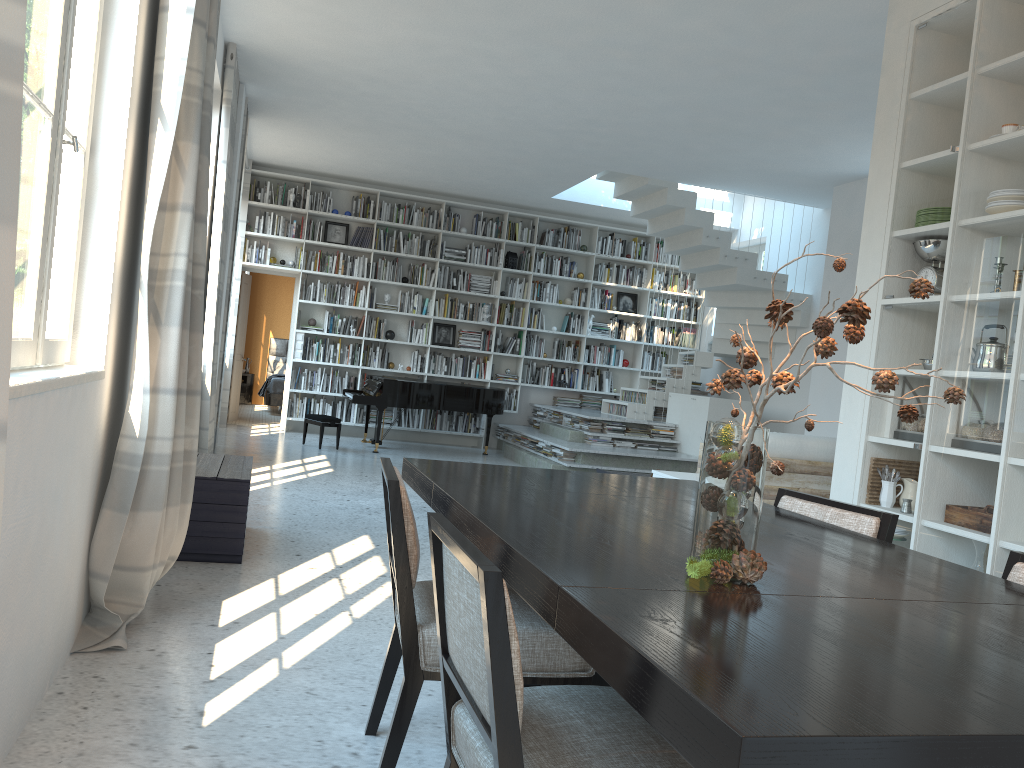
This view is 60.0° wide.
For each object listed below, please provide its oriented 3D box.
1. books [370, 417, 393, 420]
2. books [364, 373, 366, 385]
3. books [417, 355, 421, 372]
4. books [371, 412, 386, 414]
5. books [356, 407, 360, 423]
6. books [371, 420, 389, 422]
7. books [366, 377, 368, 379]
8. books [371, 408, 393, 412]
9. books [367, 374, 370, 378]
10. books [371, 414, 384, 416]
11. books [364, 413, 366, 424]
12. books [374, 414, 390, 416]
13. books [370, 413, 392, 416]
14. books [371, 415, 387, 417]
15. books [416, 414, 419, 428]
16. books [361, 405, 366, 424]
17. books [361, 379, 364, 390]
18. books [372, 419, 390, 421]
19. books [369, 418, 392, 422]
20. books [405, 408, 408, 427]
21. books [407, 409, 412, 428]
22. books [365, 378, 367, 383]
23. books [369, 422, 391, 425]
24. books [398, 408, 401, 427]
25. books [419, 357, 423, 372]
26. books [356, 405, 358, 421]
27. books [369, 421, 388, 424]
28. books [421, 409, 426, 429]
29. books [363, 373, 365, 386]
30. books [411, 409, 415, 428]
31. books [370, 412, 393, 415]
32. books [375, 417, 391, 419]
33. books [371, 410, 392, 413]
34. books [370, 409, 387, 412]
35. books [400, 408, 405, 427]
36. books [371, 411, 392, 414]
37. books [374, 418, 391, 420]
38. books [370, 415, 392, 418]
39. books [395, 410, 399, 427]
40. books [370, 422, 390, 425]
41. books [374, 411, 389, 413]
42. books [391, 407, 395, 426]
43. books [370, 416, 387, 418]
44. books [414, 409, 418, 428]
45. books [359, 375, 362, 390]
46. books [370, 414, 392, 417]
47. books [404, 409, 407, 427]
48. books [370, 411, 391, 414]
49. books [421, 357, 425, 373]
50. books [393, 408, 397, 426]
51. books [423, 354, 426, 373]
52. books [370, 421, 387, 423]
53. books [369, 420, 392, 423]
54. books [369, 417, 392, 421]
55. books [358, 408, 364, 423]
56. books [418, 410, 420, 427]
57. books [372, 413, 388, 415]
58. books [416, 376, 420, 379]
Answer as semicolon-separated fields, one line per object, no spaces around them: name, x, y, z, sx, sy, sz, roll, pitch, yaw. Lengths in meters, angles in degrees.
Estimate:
books;-1.695;0.437;11.424;0.285;0.007;0.159;6;1;-21
books;-1.895;0.005;11.353;0.013;0.288;0.160;6;1;-16
books;-1.219;-0.265;11.515;0.029;0.221;0.153;6;1;-16
books;-1.689;0.372;11.425;0.254;0.006;0.160;6;1;-12
books;-1.978;0.394;11.355;0.025;0.198;0.160;6;1;-16
books;-1.699;0.471;11.428;0.254;0.007;0.160;6;1;-20
books;-1.866;0.034;11.344;0.023;0.237;0.172;6;1;-16
books;-1.684;0.334;11.421;0.285;0.005;0.159;6;1;-11
books;-1.847;0.017;11.375;0.026;0.273;0.146;6;1;-16
books;-1.696;0.398;11.431;0.254;0.006;0.160;6;1;-17
books;-1.878;0.389;11.381;0.027;0.227;0.139;6;1;-16
books;-1.696;0.393;11.431;0.285;0.005;0.159;6;1;-15
books;-1.695;0.388;11.431;0.285;0.005;0.159;6;1;-17
books;-1.698;0.409;11.434;0.254;0.006;0.160;6;1;-16
books;-1.247;0.480;11.551;0.024;0.180;0.171;6;1;-16
books;-1.900;0.385;11.366;0.023;0.231;0.164;6;1;-16
books;-1.927;0.039;11.345;0.026;0.213;0.139;6;1;-16
books;-1.698;0.457;11.427;0.254;0.007;0.160;6;1;-20
books;-1.700;0.463;11.432;0.285;0.007;0.159;6;1;-14
books;-1.373;0.419;11.500;0.012;0.275;0.180;6;1;-16
books;-1.335;0.422;11.524;0.073;0.276;0.181;6;1;-16
books;-1.885;0.036;11.349;0.010;0.228;0.168;6;1;-16
books;-1.708;0.511;11.437;0.285;0.007;0.159;6;1;-16
books;-1.469;0.427;11.496;0.028;0.238;0.136;6;1;-16
books;-1.197;-0.250;11.542;0.031;0.195;0.142;6;1;-16
books;-1.994;0.375;11.353;0.012;0.230;0.138;6;1;-16
books;-1.707;0.498;11.436;0.254;0.007;0.160;6;1;-16
books;-1.166;0.450;11.563;0.026;0.256;0.183;6;1;-16
books;-1.905;0.007;11.347;0.010;0.282;0.149;6;1;-16
books;-1.292;0.435;11.551;0.025;0.259;0.132;6;1;-16
books;-1.692;0.377;11.424;0.285;0.005;0.159;6;1;-20
books;-1.697;0.429;11.433;0.254;0.007;0.160;6;1;-15
books;-1.689;0.350;11.433;0.254;0.006;0.160;6;1;-16
books;-1.688;0.345;11.433;0.285;0.005;0.159;6;1;-16
books;-1.423;0.425;11.497;0.062;0.253;0.177;6;1;-16
books;-1.687;0.361;11.423;0.254;0.006;0.160;6;1;-21
books;-1.699;0.443;11.433;0.254;0.007;0.160;6;1;-15
books;-1.696;0.415;11.435;0.285;0.007;0.159;6;1;-16
books;-1.495;0.443;11.477;0.029;0.202;0.178;6;1;-16
books;-1.705;0.505;11.428;0.254;0.007;0.160;6;1;-12
books;-1.689;0.356;11.433;0.254;0.006;0.160;6;1;-16
books;-1.541;0.412;11.460;0.012;0.254;0.160;6;1;-16
books;-1.696;0.423;11.433;0.285;0.007;0.159;6;1;-15
books;-1.261;0.439;11.527;0.024;0.260;0.189;6;1;-16
books;-1.948;0.010;11.343;0.023;0.266;0.134;6;2;-16
books;-1.697;0.404;11.429;0.285;0.005;0.159;6;1;-18
books;-1.388;0.439;11.505;0.011;0.232;0.174;6;1;-16
books;-1.689;0.367;11.427;0.285;0.005;0.159;6;1;-19
books;-1.167;-0.249;11.537;0.024;0.201;0.158;6;1;-16
books;-1.524;0.407;11.480;0.031;0.266;0.144;6;1;-16
books;-1.151;-0.269;11.567;0.019;0.242;0.107;6;2;-16
books;-1.703;0.484;11.427;0.285;0.007;0.159;6;1;-20
books;-1.699;0.478;11.425;0.285;0.007;0.159;6;1;-11
books;-1.698;0.450;11.427;0.285;0.007;0.159;6;1;-20
books;-1.939;0.405;11.358;0.053;0.184;0.148;6;1;-16
books;-1.227;0.453;11.575;0.021;0.237;0.115;6;2;-16
books;-1.695;0.382;11.433;0.254;0.006;0.160;6;1;-16
books;-1.235;0.059;11.527;0.013;0.320;0.173;6;1;-16
